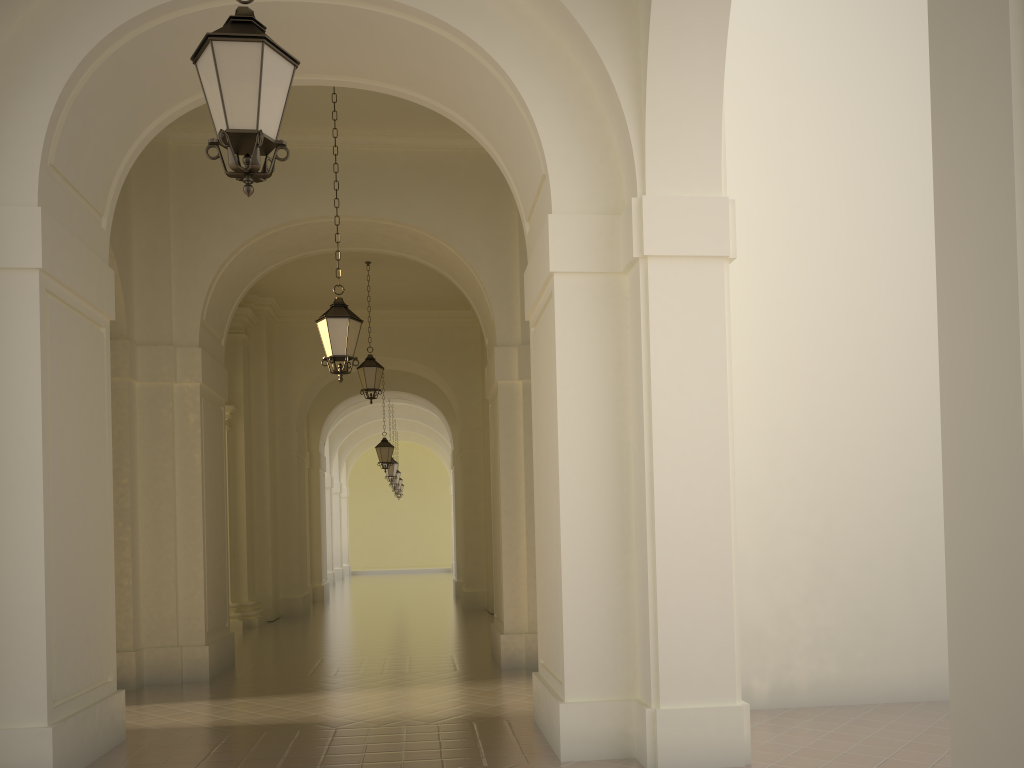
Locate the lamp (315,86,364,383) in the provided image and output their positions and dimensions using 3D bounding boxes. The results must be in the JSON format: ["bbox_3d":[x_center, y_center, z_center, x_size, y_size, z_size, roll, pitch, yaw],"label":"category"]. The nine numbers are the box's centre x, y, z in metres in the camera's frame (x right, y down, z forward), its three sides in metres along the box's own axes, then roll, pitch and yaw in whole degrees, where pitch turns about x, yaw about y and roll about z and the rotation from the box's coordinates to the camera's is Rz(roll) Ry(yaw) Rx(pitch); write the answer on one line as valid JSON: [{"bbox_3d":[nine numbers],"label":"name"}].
[{"bbox_3d":[-1.837,-1.657,9.202,0.442,3.300,0.512,-1,-1,-36],"label":"lamp"}]

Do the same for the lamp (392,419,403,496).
[{"bbox_3d":[-4.606,2.810,34.770,0.510,3.300,0.443,-1,-1,-6],"label":"lamp"}]

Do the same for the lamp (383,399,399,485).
[{"bbox_3d":[-3.775,1.469,27.092,0.510,3.300,0.443,-1,-1,-6],"label":"lamp"}]

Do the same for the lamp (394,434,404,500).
[{"bbox_3d":[-5.016,3.471,38.551,0.510,3.300,0.443,-1,-1,-6],"label":"lamp"}]

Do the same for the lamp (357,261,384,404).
[{"bbox_3d":[-2.546,-0.911,15.660,0.443,2.558,0.510,-2,-1,24],"label":"lamp"}]

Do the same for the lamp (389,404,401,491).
[{"bbox_3d":[-4.194,2.146,30.966,0.510,3.300,0.443,-1,-1,-6],"label":"lamp"}]

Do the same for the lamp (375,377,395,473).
[{"bbox_3d":[-3.231,0.591,22.071,0.442,3.300,0.512,-1,-1,-36],"label":"lamp"}]

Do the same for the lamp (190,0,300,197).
[{"bbox_3d":[-1.293,-2.535,4.181,0.510,3.300,0.443,-1,-1,-6],"label":"lamp"}]
